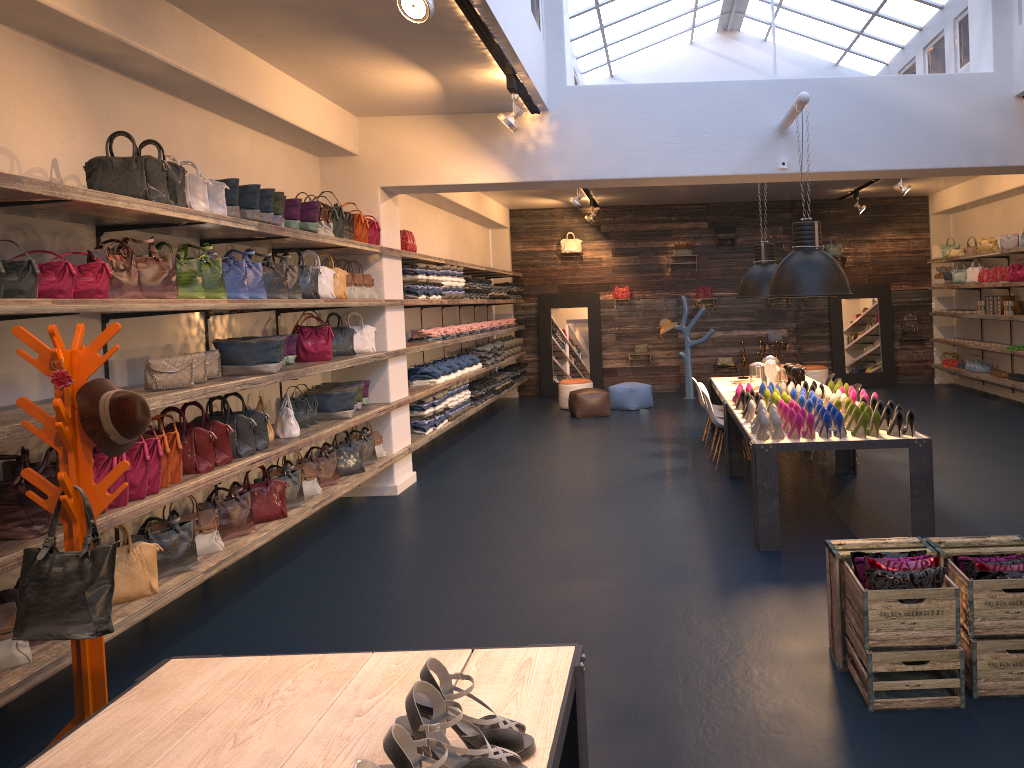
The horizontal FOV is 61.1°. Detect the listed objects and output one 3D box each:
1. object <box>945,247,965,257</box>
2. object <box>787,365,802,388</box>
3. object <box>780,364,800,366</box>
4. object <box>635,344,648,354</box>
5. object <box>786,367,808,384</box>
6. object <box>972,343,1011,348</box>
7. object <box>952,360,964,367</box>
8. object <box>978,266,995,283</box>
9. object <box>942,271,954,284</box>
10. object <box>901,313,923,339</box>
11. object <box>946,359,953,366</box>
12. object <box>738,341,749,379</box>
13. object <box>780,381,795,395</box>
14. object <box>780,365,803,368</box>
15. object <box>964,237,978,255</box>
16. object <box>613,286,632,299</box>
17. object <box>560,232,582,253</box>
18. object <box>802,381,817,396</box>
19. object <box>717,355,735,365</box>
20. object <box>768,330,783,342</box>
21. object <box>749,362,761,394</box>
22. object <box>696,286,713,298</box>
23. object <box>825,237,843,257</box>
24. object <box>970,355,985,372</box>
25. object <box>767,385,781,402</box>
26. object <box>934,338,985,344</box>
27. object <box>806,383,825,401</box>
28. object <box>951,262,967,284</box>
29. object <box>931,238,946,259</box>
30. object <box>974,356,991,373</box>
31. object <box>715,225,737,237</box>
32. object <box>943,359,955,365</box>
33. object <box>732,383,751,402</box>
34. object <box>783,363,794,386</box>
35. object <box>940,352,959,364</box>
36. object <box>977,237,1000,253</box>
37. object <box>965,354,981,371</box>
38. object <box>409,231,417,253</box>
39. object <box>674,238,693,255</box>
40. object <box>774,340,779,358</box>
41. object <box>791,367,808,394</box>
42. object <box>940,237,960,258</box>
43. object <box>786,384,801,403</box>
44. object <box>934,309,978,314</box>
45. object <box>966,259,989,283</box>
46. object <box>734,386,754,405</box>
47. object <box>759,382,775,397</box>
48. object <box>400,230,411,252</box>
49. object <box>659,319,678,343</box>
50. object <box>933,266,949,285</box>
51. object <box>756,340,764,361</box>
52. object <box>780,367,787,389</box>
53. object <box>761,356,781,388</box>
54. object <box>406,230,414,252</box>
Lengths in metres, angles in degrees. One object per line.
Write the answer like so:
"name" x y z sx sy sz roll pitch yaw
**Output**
"object" 7.653 -2.272 15.020 0.249 0.173 0.337 -4 5 -31
"object" 2.942 -0.058 9.041 0.153 0.285 0.155 -2 3 4
"object" 3.233 -0.145 10.333 0.455 0.202 0.215 -3 4 -11
"object" 2.406 -0.655 16.163 0.284 0.175 0.098 -4 3 -20
"object" 3.144 -0.094 9.811 0.462 0.202 0.212 -3 4 -17
"object" 7.488 -0.609 13.554 0.351 0.029 0.899 -1 5 8
"object" 7.872 -0.358 15.322 0.202 0.118 0.098 2 5 40
"object" 7.389 -1.695 13.452 0.149 0.253 0.312 -4 4 -33
"object" 7.715 -1.858 15.163 0.382 0.231 0.194 2 5 45
"object" 7.444 -1.086 16.187 0.356 0.460 0.236 -2 2 3
"object" 7.886 -0.378 15.533 0.202 0.118 0.098 2 5 39
"object" 2.844 -0.299 10.708 0.134 0.467 0.145 -2 2 17
"object" 2.635 0.065 8.311 0.196 0.195 0.250 -1 4 12
"object" 3.186 -0.118 10.062 0.462 0.202 0.212 -3 4 -17
"object" 7.522 -2.261 14.208 0.110 0.299 0.275 -3 3 -20
"object" 2.050 -1.704 16.147 0.326 0.253 0.143 -1 3 14
"object" 1.102 -2.625 16.106 0.439 0.385 0.187 -3 3 -10
"object" 2.846 0.057 8.332 0.200 0.195 0.245 -2 4 6
"object" 3.992 -0.436 16.142 0.385 0.174 0.218 -4 4 -20
"object" 4.909 -0.894 16.173 0.262 0.229 0.083 -1 3 19
"object" 2.541 -0.063 8.957 0.175 0.335 0.197 -1 3 24
"object" 3.583 -1.704 16.128 0.330 0.254 0.134 -3 3 -11
"object" 5.975 -2.535 16.107 0.380 0.366 0.170 -3 2 -10
"object" 7.682 -0.342 14.320 0.253 0.282 0.104 1 4 41
"object" 2.399 0.098 8.036 0.205 0.195 0.239 -2 4 -2
"object" 7.732 -0.748 15.021 0.347 0.024 1.901 -1 5 9
"object" 2.806 0.085 8.040 0.201 0.195 0.244 -2 4 4
"object" 7.571 -1.873 14.626 0.191 0.366 0.337 -4 4 -41
"object" 7.843 -2.461 15.796 0.397 0.385 0.206 0 3 27
"object" 7.654 -0.322 14.115 0.253 0.282 0.104 1 4 41
"object" 3.962 -2.828 16.096 0.424 0.231 0.175 -2 3 -5
"object" 7.922 -0.398 15.747 0.202 0.118 0.098 2 5 39
"object" 2.213 0.079 8.316 0.203 0.195 0.241 -2 4 0
"object" 2.984 -0.082 9.291 0.153 0.285 0.155 -2 3 4
"object" 8.046 -0.477 15.943 0.339 0.233 0.216 1 5 38
"object" 7.342 -2.151 13.405 0.216 0.233 0.340 -4 5 -34
"object" 7.711 -0.361 14.525 0.255 0.282 0.104 0 3 34
"object" -1.161 -1.469 9.008 0.322 0.244 0.141 -2 3 -4
"object" 3.173 -2.550 16.112 0.340 0.334 0.171 -1 3 14
"object" 3.277 -0.313 10.709 0.147 0.467 0.132 -3 2 -19
"object" 2.899 -0.033 8.783 0.153 0.285 0.155 -2 3 4
"object" 7.729 -2.401 15.307 0.191 0.366 0.337 -4 4 -41
"object" 2.601 0.091 8.037 0.200 0.195 0.245 -2 4 6
"object" 7.810 -1.271 15.138 0.475 0.060 1.543 -1 5 9
"object" 7.550 -1.829 14.074 0.208 0.385 0.393 -4 4 -30
"object" 2.156 0.105 8.046 0.198 0.195 0.253 -1 4 17
"object" 2.436 0.071 8.323 0.200 0.195 0.245 -2 4 6
"object" -1.197 -1.450 8.807 0.318 0.244 0.142 -2 3 0
"object" 2.791 -0.943 15.427 0.335 0.440 0.357 -2 3 2
"object" 7.798 -1.962 15.705 0.179 0.334 0.324 -4 4 -39
"object" 3.052 -0.306 10.706 0.152 0.467 0.128 -4 3 -42
"object" 2.716 -0.037 8.868 0.179 0.289 0.170 -2 3 -7
"object" 2.591 -0.078 8.688 0.207 0.411 0.197 -2 2 -7
"object" -1.182 -1.459 8.904 0.315 0.244 0.144 -2 3 4
